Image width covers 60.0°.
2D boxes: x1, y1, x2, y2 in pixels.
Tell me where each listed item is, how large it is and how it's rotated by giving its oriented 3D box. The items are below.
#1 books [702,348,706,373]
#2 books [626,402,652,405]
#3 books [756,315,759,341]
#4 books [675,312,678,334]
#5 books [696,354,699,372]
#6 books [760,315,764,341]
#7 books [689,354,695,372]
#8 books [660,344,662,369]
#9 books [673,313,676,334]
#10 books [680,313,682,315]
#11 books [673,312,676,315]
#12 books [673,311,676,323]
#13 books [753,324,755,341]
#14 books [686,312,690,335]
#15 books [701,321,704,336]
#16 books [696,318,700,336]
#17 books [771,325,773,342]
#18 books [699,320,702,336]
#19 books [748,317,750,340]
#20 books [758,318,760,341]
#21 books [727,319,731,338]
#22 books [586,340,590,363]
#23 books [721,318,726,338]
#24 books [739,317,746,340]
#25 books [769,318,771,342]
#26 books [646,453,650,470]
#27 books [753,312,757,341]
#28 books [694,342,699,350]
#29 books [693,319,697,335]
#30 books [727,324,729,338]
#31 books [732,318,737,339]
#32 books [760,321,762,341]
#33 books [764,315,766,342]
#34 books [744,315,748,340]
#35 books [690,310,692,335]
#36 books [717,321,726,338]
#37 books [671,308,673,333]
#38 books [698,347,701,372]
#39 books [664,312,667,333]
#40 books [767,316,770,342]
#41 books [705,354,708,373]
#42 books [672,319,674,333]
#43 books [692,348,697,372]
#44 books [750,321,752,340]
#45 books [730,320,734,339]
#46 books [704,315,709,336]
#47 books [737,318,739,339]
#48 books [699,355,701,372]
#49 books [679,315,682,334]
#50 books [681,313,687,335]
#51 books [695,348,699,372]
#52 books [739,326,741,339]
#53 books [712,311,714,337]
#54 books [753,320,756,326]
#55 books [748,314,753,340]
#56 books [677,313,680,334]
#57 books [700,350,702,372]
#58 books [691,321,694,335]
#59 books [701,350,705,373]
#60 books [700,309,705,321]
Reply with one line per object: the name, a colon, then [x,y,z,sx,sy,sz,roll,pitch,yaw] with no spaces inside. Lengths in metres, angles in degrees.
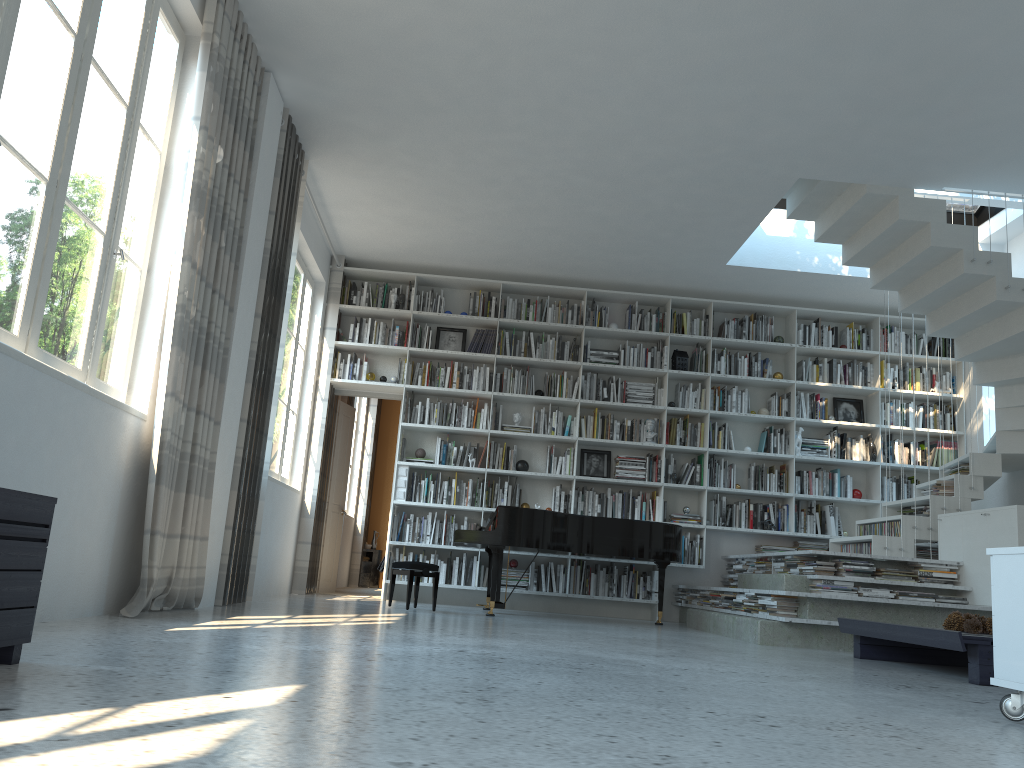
books: [1.911,-0.203,8.860,0.005,0.291,0.130,5,-12,-2]
books: [1.242,0.212,8.732,0.254,0.012,0.161,4,-12,1]
books: [2.441,-0.528,8.919,0.015,0.298,0.183,5,-12,-2]
books: [1.642,-0.573,8.902,0.034,0.260,0.158,5,-12,-2]
books: [1.830,-0.175,8.842,0.024,0.216,0.169,5,-12,-2]
books: [2.502,-0.523,8.936,0.008,0.306,0.183,5,-12,-2]
books: [1.793,-0.175,8.844,0.019,0.213,0.156,5,-12,-2]
books: [1.470,-0.242,8.849,0.010,0.299,0.133,5,-12,-2]
books: [1.609,-0.569,8.882,0.007,0.239,0.192,5,-12,-2]
books: [1.684,-0.566,8.929,0.007,0.263,0.133,5,-12,-2]
books: [1.616,-0.575,8.899,0.006,0.259,0.166,5,-12,-2]
books: [1.622,-0.582,8.913,0.007,0.278,0.150,5,-12,-2]
books: [2.406,-0.482,8.910,0.018,0.200,0.188,5,-12,-2]
books: [1.757,-0.567,8.922,0.030,0.274,0.151,5,-12,-2]
books: [1.893,-0.518,8.908,0.022,0.193,0.182,5,-12,-2]
books: [1.843,-0.535,8.896,0.031,0.213,0.170,5,-12,-2]
books: [2.593,-0.467,8.928,0.014,0.208,0.188,5,-12,-2]
books: [1.869,-0.523,8.916,0.025,0.203,0.162,5,-12,-2]
books: [2.371,-0.520,8.946,0.007,0.284,0.160,5,-12,-2]
books: [2.469,-0.508,8.941,0.008,0.274,0.163,5,-12,-2]
books: [2.166,-0.514,8.912,0.013,0.229,0.174,5,-12,-2]
books: [0.747,-0.286,8.785,0.021,0.248,0.192,5,-12,-2]
books: [2.124,-0.524,8.917,0.009,0.243,0.173,5,-12,-2]
books: [2.308,-0.518,8.912,0.028,0.257,0.185,5,-12,-2]
books: [2.568,-0.505,8.929,0.008,0.278,0.180,5,-12,-2]
books: [1.321,0.828,8.633,0.011,0.298,0.130,5,-12,-2]
books: [2.430,-0.540,8.938,0.007,0.328,0.184,5,-12,-2]
books: [1.829,-0.235,8.854,0.025,0.338,0.143,5,-12,-2]
books: [1.815,-0.531,8.898,0.024,0.201,0.180,5,-12,-2]
books: [2.153,-0.490,8.920,0.009,0.183,0.160,5,-12,-2]
books: [2.226,-0.519,8.930,0.030,0.254,0.161,5,-12,-2]
books: [2.484,-0.496,8.938,0.024,0.252,0.150,5,-12,-2]
books: [2.540,-0.521,8.967,0.008,0.321,0.134,5,-12,-2]
books: [2.334,-0.528,8.939,0.024,0.291,0.168,5,-12,-2]
books: [1.779,-0.580,8.908,0.010,0.297,0.168,5,-12,-2]
books: [2.095,-0.509,8.905,0.046,0.206,0.183,5,-12,-2]
books: [1.588,-0.596,8.906,0.007,0.297,0.181,5,-12,-2]
books: [1.844,-0.213,8.829,0.021,0.287,0.179,5,-12,-2]
books: [1.527,-0.578,8.911,0.022,0.256,0.137,5,-12,-2]
books: [2.558,-0.513,8.937,0.013,0.296,0.189,5,-12,-2]
books: [1.917,-0.171,8.819,0.008,0.213,0.224,5,-12,-2]
books: [1.595,-0.542,8.902,0.015,0.192,0.160,5,-12,-2]
books: [1.804,-0.210,8.819,0.021,0.271,0.191,5,-12,-2]
books: [2.383,-0.496,8.923,0.018,0.230,0.160,5,-12,-2]
books: [2.195,-0.507,8.926,0.028,0.225,0.163,5,-12,-2]
books: [1.934,-0.547,8.901,0.029,0.252,0.186,5,-12,-2]
books: [2.251,-0.517,8.933,0.021,0.256,0.169,5,-12,-2]
books: [1.853,-0.170,8.840,0.013,0.210,0.140,5,-12,-2]
books: [1.674,-0.559,8.891,0.015,0.233,0.171,5,-12,-2]
books: [1.716,-0.565,8.898,0.054,0.254,0.191,5,-12,-2]
books: [1.820,-0.206,8.832,0.022,0.271,0.182,5,-12,-2]
books: [2.274,-0.479,8.944,0.031,0.190,0.132,5,-12,-2]
books: [1.998,-0.567,8.908,0.019,0.303,0.176,5,-12,-2]
books: [2.420,-0.502,8.930,0.008,0.250,0.170,5,-12,-2]
books: [2.397,-0.534,8.937,0.006,0.311,0.179,5,-12,-2]
books: [1.663,-0.570,8.911,0.008,0.261,0.142,5,-12,-2]
books: [1.864,-0.193,8.835,0.005,0.254,0.159,5,-12,-2]
books: [1.791,-0.522,8.894,0.022,0.179,0.173,5,-12,-2]
books: [1.887,-0.191,8.821,0.013,0.247,0.186,5,-12,-2]
books: [1.914,-0.579,8.939,0.012,0.329,0.128,5,-12,-2]
